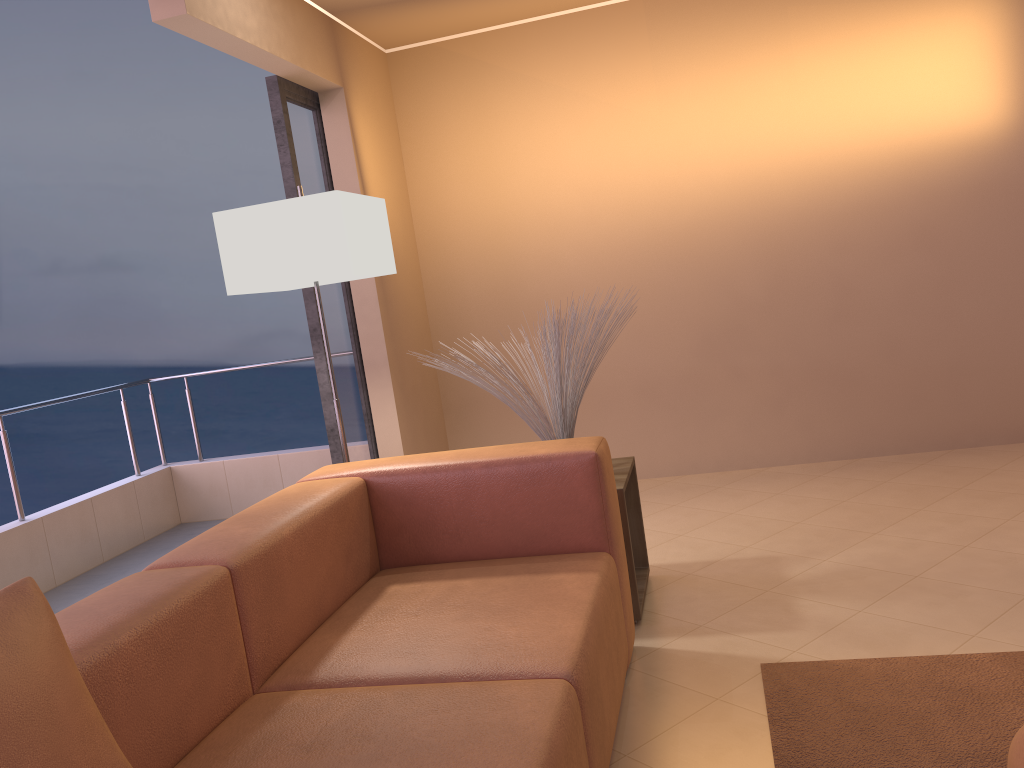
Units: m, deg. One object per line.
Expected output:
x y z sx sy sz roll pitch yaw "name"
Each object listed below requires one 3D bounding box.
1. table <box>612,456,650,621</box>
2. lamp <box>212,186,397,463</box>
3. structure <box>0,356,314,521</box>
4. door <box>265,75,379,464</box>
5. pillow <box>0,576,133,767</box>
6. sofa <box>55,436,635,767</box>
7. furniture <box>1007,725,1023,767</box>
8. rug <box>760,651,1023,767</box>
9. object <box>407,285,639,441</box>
0.230 0.535 3.084 0.415 0.436 0.469 -7 6 13 "table"
-0.630 0.080 3.200 0.454 1.578 0.454 -7 6 13 "lamp"
-1.808 0.416 3.262 1.663 0.541 4.176 -7 6 13 "structure"
-0.816 -0.280 4.116 0.056 2.160 0.480 -7 6 13 "door"
-0.656 0.505 1.108 0.211 0.468 0.470 -8 6 8 "pillow"
-0.395 0.707 1.444 0.943 0.672 2.781 -7 6 13 "sofa"
0.960 0.715 0.784 0.685 0.301 1.291 -6 7 18 "furniture"
1.298 0.845 0.969 1.833 0.005 2.626 -7 6 13 "rug"
0.069 0.019 3.047 0.703 0.634 0.700 -12 7 -30 "object"
